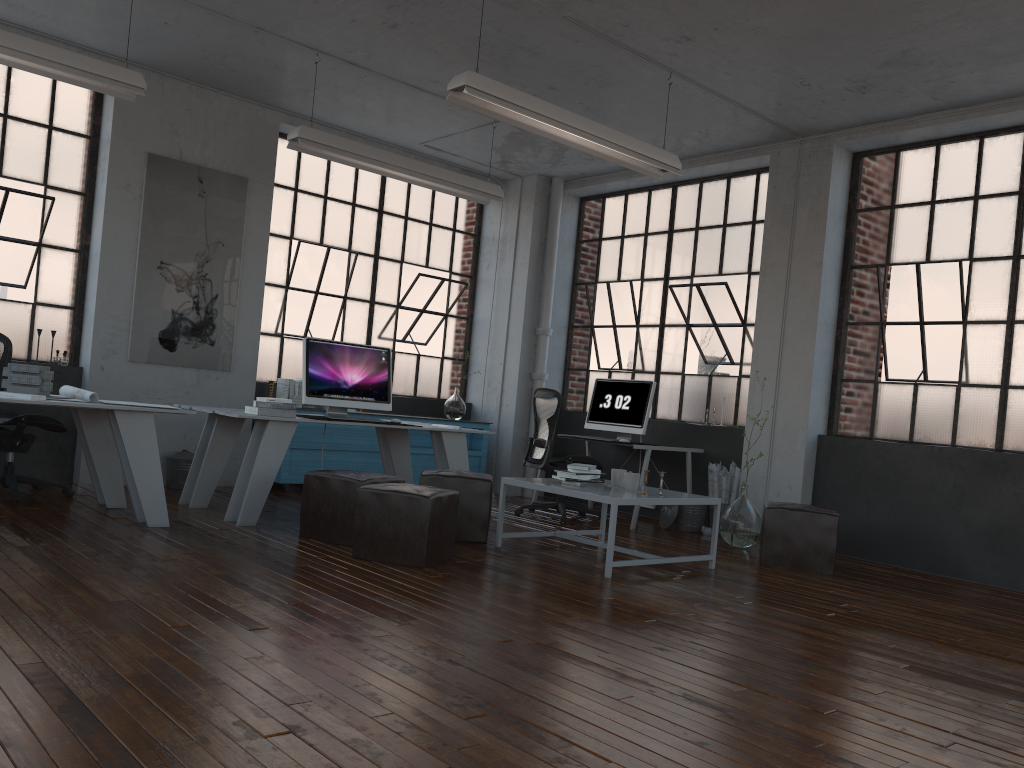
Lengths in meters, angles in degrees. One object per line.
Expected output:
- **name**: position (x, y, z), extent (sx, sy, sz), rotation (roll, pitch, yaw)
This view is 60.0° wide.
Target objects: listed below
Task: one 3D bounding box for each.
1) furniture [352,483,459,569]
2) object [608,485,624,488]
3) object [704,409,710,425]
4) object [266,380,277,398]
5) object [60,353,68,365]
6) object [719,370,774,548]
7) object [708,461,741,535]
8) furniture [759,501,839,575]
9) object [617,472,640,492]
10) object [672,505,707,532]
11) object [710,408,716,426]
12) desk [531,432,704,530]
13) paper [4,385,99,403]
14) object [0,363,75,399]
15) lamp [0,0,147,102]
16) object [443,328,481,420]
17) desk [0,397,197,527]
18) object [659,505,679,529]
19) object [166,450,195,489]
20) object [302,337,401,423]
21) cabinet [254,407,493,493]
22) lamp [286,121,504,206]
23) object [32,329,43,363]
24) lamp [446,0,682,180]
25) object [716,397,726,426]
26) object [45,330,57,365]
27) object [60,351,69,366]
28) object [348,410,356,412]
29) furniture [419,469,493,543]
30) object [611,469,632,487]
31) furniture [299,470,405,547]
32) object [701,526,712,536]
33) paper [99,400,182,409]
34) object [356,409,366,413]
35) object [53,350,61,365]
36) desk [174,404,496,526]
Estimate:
- **furniture**: position (-0.587, 0.780, 4.950), extent (0.471, 0.431, 0.471), rotation (5, -1, 17)
- **object**: position (0.687, 0.663, 5.736), extent (0.137, 0.003, 0.137), rotation (6, -2, -20)
- **object**: position (1.727, 0.289, 7.858), extent (0.055, 0.153, 0.055), rotation (5, 0, 8)
- **object**: position (-2.131, 0.068, 7.830), extent (0.132, 0.237, 0.132), rotation (5, 0, 15)
- **object**: position (-3.486, -0.195, 6.901), extent (0.058, 0.102, 0.032), rotation (5, 0, -6)
- **object**: position (1.780, 0.551, 6.519), extent (0.330, 1.340, 0.618), rotation (5, 0, -5)
- **object**: position (1.793, 0.948, 7.454), extent (0.293, 0.627, 0.274), rotation (5, 0, 1)
- **furniture**: position (1.946, 1.048, 6.034), extent (0.502, 0.460, 0.504), rotation (5, -1, 16)
- **object**: position (0.725, 0.604, 5.463), extent (0.129, 0.109, 0.100), rotation (6, -1, -33)
- **object**: position (1.492, 1.083, 7.469), extent (0.290, 0.294, 0.290), rotation (5, -1, 6)
- **object**: position (1.788, 0.291, 7.848), extent (0.066, 0.160, 0.066), rotation (5, 0, -10)
- **desk**: position (0.892, 0.847, 7.893), extent (0.934, 0.688, 1.225), rotation (6, -1, -41)
- **paper**: position (-3.029, 0.015, 5.200), extent (1.076, 0.105, 0.974), rotation (7, -2, -41)
- **object**: position (-2.858, -0.021, 5.258), extent (0.416, 0.183, 0.389), rotation (6, -1, -11)
- **lamp**: position (-2.960, -2.147, 4.853), extent (1.880, 0.628, 0.202), rotation (6, -1, -41)
- **object**: position (-0.461, -0.099, 8.946), extent (0.433, 0.940, 0.232), rotation (5, 0, 30)
- **desk**: position (-3.022, 0.398, 4.989), extent (2.059, 0.697, 1.063), rotation (6, -2, -41)
- **object**: position (1.302, 1.075, 7.413), extent (0.107, 0.281, 0.293), rotation (5, -1, -16)
- **object**: position (-2.649, 0.684, 7.162), extent (0.293, 0.308, 0.292), rotation (5, -1, -13)
- **object**: position (-1.143, -0.022, 6.382), extent (0.715, 0.553, 0.376), rotation (6, -1, -40)
- **cabinet**: position (-1.277, 0.645, 8.364), extent (2.265, 0.733, 0.626), rotation (6, -1, -41)
- **lamp**: position (-0.817, -1.673, 6.759), extent (1.880, 0.205, 0.202), rotation (7, -1, -41)
- **object**: position (-3.608, -0.289, 6.751), extent (0.085, 0.259, 0.085), rotation (5, 0, 12)
- **lamp**: position (0.419, -1.799, 5.449), extent (1.880, 0.628, 0.202), rotation (6, -1, -41)
- **object**: position (1.848, 0.243, 7.780), extent (0.084, 0.256, 0.084), rotation (5, 0, -19)
- **object**: position (-3.528, -0.280, 6.801), extent (0.085, 0.259, 0.085), rotation (5, 0, 12)
- **object**: position (-3.447, -0.200, 6.836), extent (0.058, 0.117, 0.032), rotation (5, 0, -27)
- **object**: position (-1.560, 0.234, 7.961), extent (0.253, 0.014, 0.187), rotation (7, -2, -41)
- **furniture**: position (-0.387, 0.811, 5.943), extent (0.503, 0.460, 0.503), rotation (5, -1, -3)
- **object**: position (0.700, 0.610, 5.744), extent (0.129, 0.109, 0.100), rotation (6, -1, -33)
- **furniture**: position (-0.972, 0.753, 5.426), extent (0.480, 0.439, 0.480), rotation (5, -1, 27)
- **object**: position (1.609, 1.213, 7.267), extent (0.125, 0.107, 0.095), rotation (5, -1, 0)
- **paper**: position (-2.267, 0.123, 5.385), extent (0.429, 0.001, 0.484), rotation (6, -2, -31)
- **object**: position (-1.402, 0.221, 8.257), extent (0.088, 0.085, 0.088), rotation (6, -1, -37)
- **object**: position (-3.515, -0.206, 6.852), extent (0.058, 0.117, 0.032), rotation (5, 0, 10)
- **desk**: position (-1.286, 0.603, 6.520), extent (2.080, 0.704, 1.074), rotation (6, -2, -41)
